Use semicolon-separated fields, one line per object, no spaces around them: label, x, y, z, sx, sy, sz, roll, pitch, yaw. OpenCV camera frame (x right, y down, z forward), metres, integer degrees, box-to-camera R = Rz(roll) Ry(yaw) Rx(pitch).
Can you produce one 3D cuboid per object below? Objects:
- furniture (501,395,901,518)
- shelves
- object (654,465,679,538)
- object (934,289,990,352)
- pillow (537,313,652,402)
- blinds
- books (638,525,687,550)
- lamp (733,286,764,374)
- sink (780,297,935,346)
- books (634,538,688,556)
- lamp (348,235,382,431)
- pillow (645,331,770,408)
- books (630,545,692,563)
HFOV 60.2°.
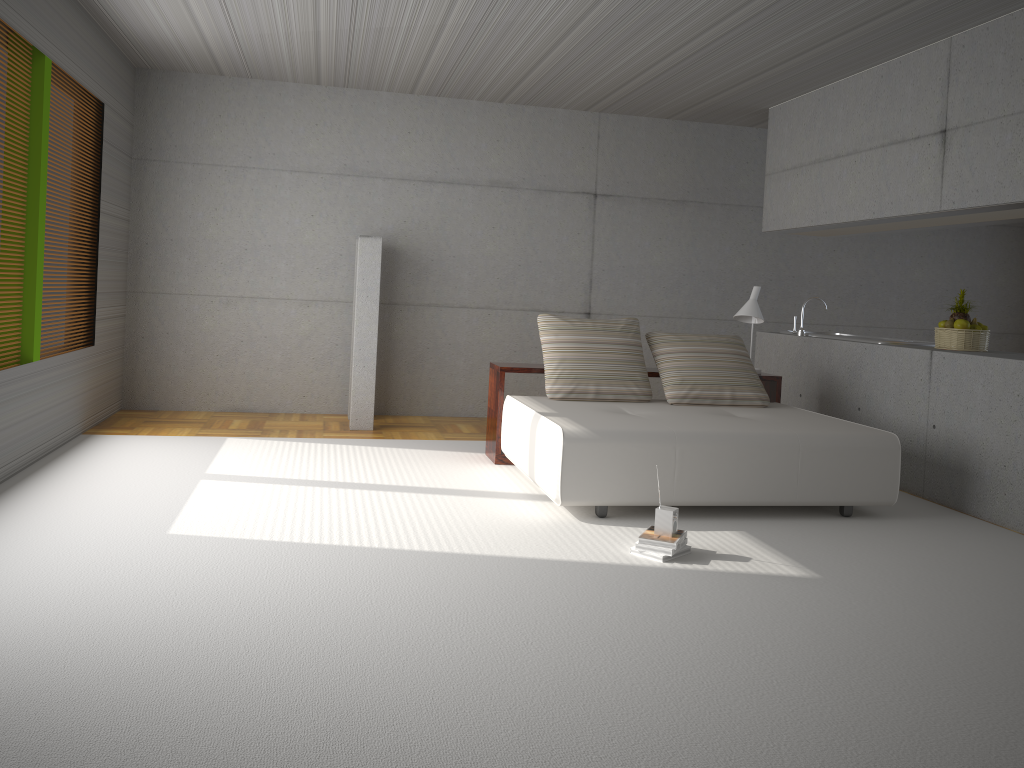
furniture;1.138;0.449;5.898;2.167;0.521;1.621;2;6;-12
shelves;0.951;0.242;6.872;2.249;0.714;0.402;2;3;-12
object;0.752;0.568;4.353;0.090;0.365;0.185;4;2;28
object;3.222;-0.464;6.338;0.368;0.441;0.335;1;3;-27
pillow;0.609;-0.191;6.475;0.800;0.608;0.492;2;3;-13
blinds;-3.061;-1.052;5.566;0.012;2.039;3.549;3;5;-12
books;0.752;0.762;4.402;0.189;0.032;0.265;5;6;22
lamp;1.923;-0.437;7.087;0.323;0.698;0.245;2;2;-31
sink;2.955;-0.468;7.637;0.765;0.538;1.711;2;5;-12
books;0.744;0.794;4.400;0.189;0.032;0.265;6;6;27
lamp;-1.345;-0.483;8.044;0.200;1.688;0.800;3;2;-12
pillow;1.453;-0.110;6.604;0.806;0.516;0.580;2;4;-11
books;0.742;0.826;4.400;0.190;0.032;0.265;8;8;42
